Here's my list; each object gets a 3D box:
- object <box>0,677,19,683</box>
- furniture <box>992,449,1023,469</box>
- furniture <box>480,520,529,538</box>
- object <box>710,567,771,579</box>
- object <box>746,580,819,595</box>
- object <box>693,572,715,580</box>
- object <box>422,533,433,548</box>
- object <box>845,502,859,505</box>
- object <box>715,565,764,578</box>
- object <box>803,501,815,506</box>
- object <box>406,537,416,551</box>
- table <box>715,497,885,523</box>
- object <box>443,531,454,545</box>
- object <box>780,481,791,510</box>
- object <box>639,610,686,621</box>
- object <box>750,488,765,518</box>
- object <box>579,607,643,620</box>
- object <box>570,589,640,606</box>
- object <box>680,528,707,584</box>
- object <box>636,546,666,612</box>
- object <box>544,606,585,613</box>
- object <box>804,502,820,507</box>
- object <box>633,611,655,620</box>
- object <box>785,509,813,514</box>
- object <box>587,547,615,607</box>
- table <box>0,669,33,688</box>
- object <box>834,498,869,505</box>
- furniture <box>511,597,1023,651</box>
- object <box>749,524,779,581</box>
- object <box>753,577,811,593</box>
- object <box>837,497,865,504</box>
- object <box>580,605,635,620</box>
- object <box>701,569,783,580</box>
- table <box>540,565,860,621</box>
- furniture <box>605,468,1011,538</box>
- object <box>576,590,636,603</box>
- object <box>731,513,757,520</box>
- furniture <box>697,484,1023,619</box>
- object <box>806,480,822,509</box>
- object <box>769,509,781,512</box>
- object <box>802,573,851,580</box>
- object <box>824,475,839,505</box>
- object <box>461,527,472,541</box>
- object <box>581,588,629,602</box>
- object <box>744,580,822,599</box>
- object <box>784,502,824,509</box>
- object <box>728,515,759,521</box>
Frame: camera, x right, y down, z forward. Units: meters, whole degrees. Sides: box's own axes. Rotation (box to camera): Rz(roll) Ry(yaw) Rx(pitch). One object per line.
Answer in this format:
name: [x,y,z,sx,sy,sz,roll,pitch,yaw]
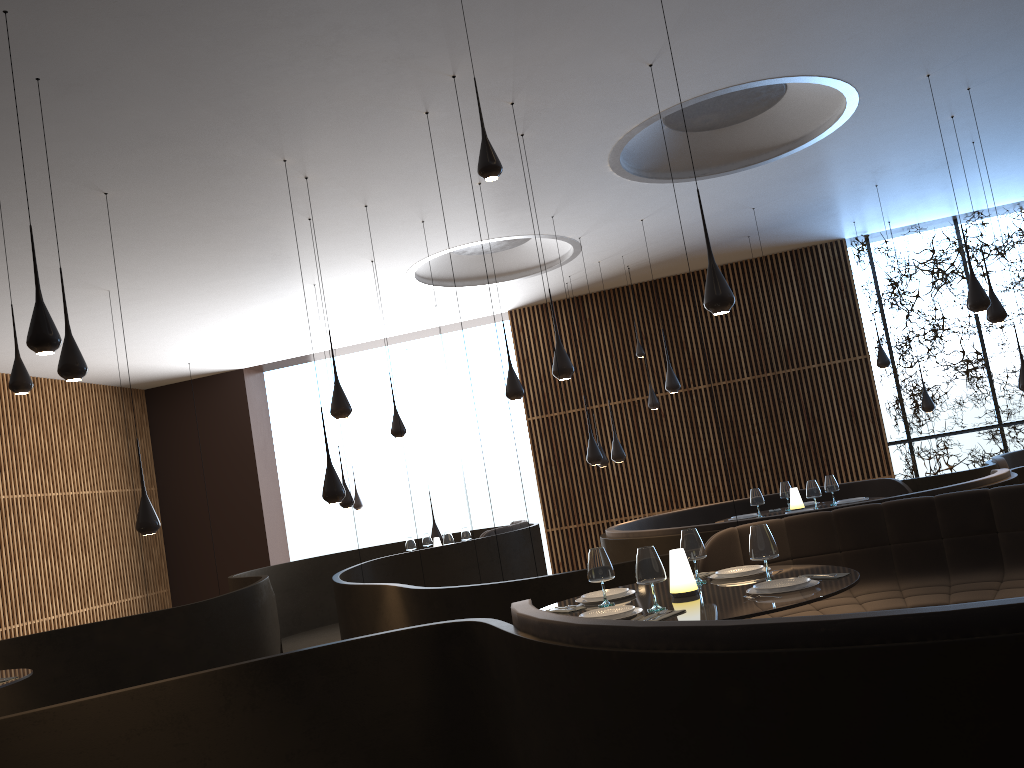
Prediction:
object: [-3.356,1.933,5.769,0.262,0.017,0.126,-12,-7,22]
furniture: [7.732,1.026,10.010,3.788,1.045,3.897,-8,-7,-11]
furniture: [-0.139,2.465,12.089,0.931,1.057,2.536,-10,-7,8]
object: [1.252,1.041,4.866,0.331,0.014,0.333,-3,-9,-43]
object: [1.259,0.949,4.125,0.331,0.014,0.333,-7,-7,-22]
object: [1.066,1.108,5.097,0.261,0.017,0.127,-3,-9,-43]
object: [-1.172,2.228,12.331,0.142,0.294,0.142,-8,-6,-14]
object: [3.374,1.173,8.813,0.205,0.012,0.411,-12,-7,19]
object: [1.250,1.032,4.867,0.263,0.029,0.264,-4,-9,-39]
object: [3.106,1.284,9.438,0.263,0.029,0.264,-7,-7,-21]
object: [-1.353,2.205,11.892,0.142,0.294,0.142,-11,-6,10]
table: [2.972,1.782,8.906,1.675,1.021,1.673,-12,-7,22]
object: [-0.825,2.079,11.589,0.142,0.294,0.142,-11,-6,15]
object: [2.891,1.176,9.322,0.142,0.294,0.142,-7,-6,-21]
object: [0.655,1.034,3.935,0.127,0.017,0.261,-16,-9,42]
object: [2.459,1.194,8.879,0.142,0.294,0.142,-7,-6,-26]
object: [0.450,1.088,4.153,0.331,0.014,0.333,-9,-7,-5]
object: [0.514,1.163,4.834,0.410,0.012,0.205,-3,-9,-42]
object: [0.999,0.946,4.876,0.142,0.294,0.142,-11,-6,12]
object: [0.657,0.918,4.185,0.142,0.294,0.142,-13,-7,30]
object: [0.262,1.190,4.661,0.126,0.017,0.263,-4,-9,-38]
object: [3.107,1.293,9.437,0.332,0.014,0.332,-12,-7,20]
object: [0.447,1.090,4.155,0.412,0.012,0.204,-15,-9,38]
object: [2.733,1.222,8.431,0.264,0.029,0.263,-13,-8,28]
object: [0.465,1.003,4.613,0.141,0.294,0.142,-7,-6,-28]
table: [-3.908,2.528,5.588,1.675,1.021,1.674,-12,-7,21]
object: [3.375,1.172,8.817,0.332,0.014,0.332,-14,-8,30]
furniture: [1.822,1.150,3.247,3.937,1.045,1.984,-11,-7,9]
object: [1.244,0.842,4.370,0.141,0.294,0.142,-6,-7,-31]
object: [1.257,0.940,4.126,0.263,0.029,0.264,-9,-7,-3]
object: [3.374,1.162,8.818,0.263,0.029,0.263,-10,-7,8]
object: [0.449,1.079,4.154,0.263,0.029,0.264,-4,-9,-37]
object: [1.256,1.042,4.863,0.412,0.012,0.204,-16,-9,42]
table: [0.957,1.568,4.424,1.670,1.021,1.678,-4,-9,-42]
furniture: [2.914,1.728,8.943,3.787,1.115,3.894,-8,-7,-12]
object: [0.510,1.162,4.831,0.332,0.014,0.332,-11,-7,14]
object: [2.376,1.361,9.072,0.264,0.029,0.263,-13,-8,26]
furniture: [2.450,1.293,5.558,2.535,1.058,0.932,-12,-6,18]
object: [2.914,1.077,8.556,0.142,0.294,0.142,-8,-6,-17]
object: [2.826,1.359,9.528,0.126,0.017,0.262,-11,-7,14]
object: [1.498,0.939,4.310,0.126,0.017,0.263,-3,-9,-41]
object: [3.263,1.079,9.043,0.142,0.294,0.142,-13,-7,34]
object: [-0.623,2.110,12.120,0.142,0.294,0.142,-7,-6,-20]
object: [0.509,1.152,4.832,0.263,0.029,0.263,-12,-7,17]
object: [1.256,0.950,4.121,0.410,0.012,0.205,-2,-10,-46]
object: [3.112,1.293,9.437,0.411,0.012,0.205,-11,-7,10]
object: [2.378,1.370,9.071,0.331,0.014,0.333,-8,-7,-12]
